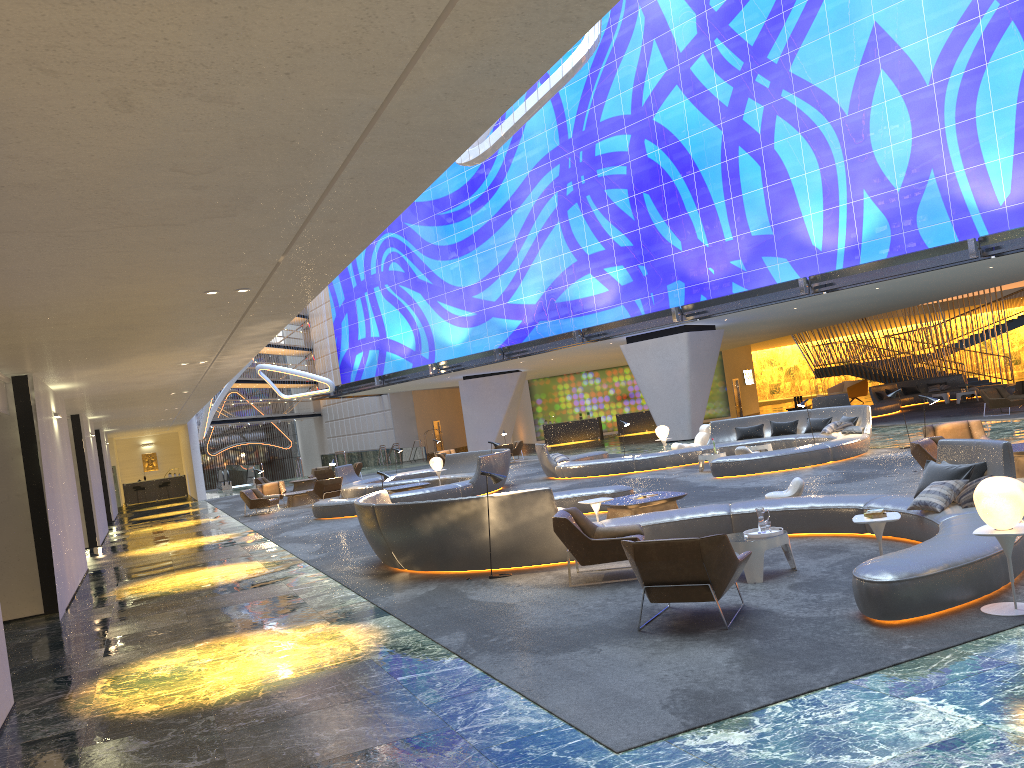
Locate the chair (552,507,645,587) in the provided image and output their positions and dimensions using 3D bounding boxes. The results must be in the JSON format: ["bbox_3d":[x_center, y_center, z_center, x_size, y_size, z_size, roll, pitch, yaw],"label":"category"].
[{"bbox_3d":[0.984,1.751,9.773,0.939,0.766,0.929,-8,-1,10],"label":"chair"}]

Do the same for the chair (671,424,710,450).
[{"bbox_3d":[5.007,1.608,24.405,1.156,0.882,0.729,-8,-1,-4],"label":"chair"}]

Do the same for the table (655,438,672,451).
[{"bbox_3d":[4.306,1.851,25.000,0.428,0.595,0.417,-8,-1,41],"label":"table"}]

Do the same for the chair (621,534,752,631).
[{"bbox_3d":[1.482,1.607,7.472,0.931,0.766,0.937,-8,-1,27],"label":"chair"}]

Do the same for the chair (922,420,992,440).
[{"bbox_3d":[7.276,1.028,14.489,0.931,0.766,0.937,-8,-1,18],"label":"chair"}]

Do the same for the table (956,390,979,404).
[{"bbox_3d":[16.704,0.484,32.558,0.669,0.406,0.675,-7,-2,-36],"label":"table"}]

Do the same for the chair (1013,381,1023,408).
[{"bbox_3d":[15.538,0.267,26.450,0.931,0.766,0.937,-9,-1,38],"label":"chair"}]

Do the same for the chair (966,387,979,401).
[{"bbox_3d":[17.202,0.389,33.220,0.490,0.501,0.587,-8,-1,-6],"label":"chair"}]

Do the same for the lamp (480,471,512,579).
[{"bbox_3d":[-0.179,1.670,10.655,0.383,1.300,0.202,-8,0,-23],"label":"lamp"}]

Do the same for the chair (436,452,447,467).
[{"bbox_3d":[-2.371,3.016,34.327,0.939,0.766,0.929,-8,-1,10],"label":"chair"}]

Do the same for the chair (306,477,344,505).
[{"bbox_3d":[-5.471,3.183,26.189,0.927,0.766,0.941,-7,-1,-39],"label":"chair"}]

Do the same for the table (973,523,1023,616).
[{"bbox_3d":[3.626,1.352,6.479,0.428,0.595,0.417,-8,-1,41],"label":"table"}]

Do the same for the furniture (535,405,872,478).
[{"bbox_3d":[4.508,1.543,22.620,5.175,0.969,9.950,-7,-2,-31],"label":"furniture"}]

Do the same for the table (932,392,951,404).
[{"bbox_3d":[16.490,0.562,34.059,0.672,0.406,0.672,-8,-1,22],"label":"table"}]

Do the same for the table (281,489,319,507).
[{"bbox_3d":[-6.560,3.566,27.720,1.201,0.392,1.205,-7,-2,-23],"label":"table"}]

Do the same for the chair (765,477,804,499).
[{"bbox_3d":[3.824,1.572,12.333,0.587,0.501,0.490,-8,-1,12],"label":"chair"}]

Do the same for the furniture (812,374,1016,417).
[{"bbox_3d":[14.265,0.548,33.805,9.921,0.969,5.190,-8,-2,-6],"label":"furniture"}]

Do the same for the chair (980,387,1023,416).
[{"bbox_3d":[13.692,0.468,24.730,0.928,0.766,0.940,-7,-1,-25],"label":"chair"}]

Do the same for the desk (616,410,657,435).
[{"bbox_3d":[7.050,1.939,46.603,2.980,1.097,0.813,-8,-1,14],"label":"desk"}]

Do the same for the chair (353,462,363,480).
[{"bbox_3d":[-6.667,3.692,36.731,0.937,0.766,0.931,-8,-1,-21],"label":"chair"}]

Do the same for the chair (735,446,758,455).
[{"bbox_3d":[5.550,1.589,20.242,0.587,0.501,1.781,-9,-2,31],"label":"chair"}]

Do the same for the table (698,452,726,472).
[{"bbox_3d":[4.464,1.777,19.909,0.672,0.406,0.672,-9,-2,29],"label":"table"}]

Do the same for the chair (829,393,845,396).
[{"bbox_3d":[12.878,0.856,34.986,0.730,0.882,1.155,-8,-1,21],"label":"chair"}]

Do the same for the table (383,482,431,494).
[{"bbox_3d":[-2.788,2.905,23.537,1.201,0.392,1.205,-7,-2,-22],"label":"table"}]

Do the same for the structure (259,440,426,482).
[{"bbox_3d":[-12.534,8.697,58.485,9.289,8.398,19.772,-8,-2,-23],"label":"structure"}]

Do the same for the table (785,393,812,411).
[{"bbox_3d":[15.383,0.988,47.561,1.244,0.727,2.303,-9,-2,25],"label":"table"}]

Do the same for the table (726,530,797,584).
[{"bbox_3d":[2.421,1.701,8.830,0.670,0.406,0.675,-7,-1,-26],"label":"table"}]

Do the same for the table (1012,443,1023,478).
[{"bbox_3d":[7.740,1.100,13.071,1.204,0.392,1.202,-8,-2,13],"label":"table"}]

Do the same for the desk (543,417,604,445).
[{"bbox_3d":[3.205,2.471,46.481,2.981,1.097,0.813,-8,-1,16],"label":"desk"}]

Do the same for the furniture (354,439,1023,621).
[{"bbox_3d":[1.312,1.614,11.136,5.176,0.969,9.949,-7,-2,-26],"label":"furniture"}]

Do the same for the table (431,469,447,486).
[{"bbox_3d":[-2.033,2.733,24.990,0.417,0.595,0.428,-8,-1,-24],"label":"table"}]

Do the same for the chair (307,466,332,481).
[{"bbox_3d":[-8.103,3.922,37.653,0.929,0.766,0.939,-8,-1,4],"label":"chair"}]

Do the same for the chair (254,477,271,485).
[{"bbox_3d":[-9.677,4.065,35.318,0.939,0.766,0.929,-8,-1,2],"label":"chair"}]

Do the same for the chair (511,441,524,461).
[{"bbox_3d":[-0.016,2.745,36.073,0.937,0.766,0.931,-8,-1,-14],"label":"chair"}]

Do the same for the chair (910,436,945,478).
[{"bbox_3d":[6.118,1.117,12.238,0.927,0.766,0.941,-7,-1,-44],"label":"chair"}]

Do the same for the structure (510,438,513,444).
[{"bbox_3d":[-0.261,2.635,51.384,1.020,2.051,0.774,-8,0,-44],"label":"structure"}]

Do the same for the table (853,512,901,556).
[{"bbox_3d":[3.169,1.446,7.661,0.428,0.595,0.417,-8,-1,21],"label":"table"}]

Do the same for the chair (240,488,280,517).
[{"bbox_3d":[-7.416,3.451,26.110,0.939,0.766,0.929,-8,-1,10],"label":"chair"}]

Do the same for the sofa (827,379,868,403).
[{"bbox_3d":[17.257,0.445,45.579,1.062,1.180,3.417,-8,-2,3],"label":"sofa"}]

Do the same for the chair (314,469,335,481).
[{"bbox_3d":[-7.208,3.706,34.844,0.931,0.766,0.937,-9,-1,29],"label":"chair"}]

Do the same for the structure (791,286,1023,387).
[{"bbox_3d":[22.383,-2.683,40.654,11.962,6.247,16.522,-7,-2,-23],"label":"structure"}]

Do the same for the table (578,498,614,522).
[{"bbox_3d":[1.164,1.865,11.982,0.417,0.595,0.428,-8,-1,-26],"label":"table"}]

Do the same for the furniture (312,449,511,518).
[{"bbox_3d":[-2.774,2.658,25.707,5.183,0.969,9.936,-8,-2,-6],"label":"furniture"}]

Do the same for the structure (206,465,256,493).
[{"bbox_3d":[-18.249,9.366,55.599,3.011,8.238,19.868,-8,-1,-23],"label":"structure"}]

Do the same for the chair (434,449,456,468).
[{"bbox_3d":[-2.708,3.144,36.841,0.928,0.766,0.940,-8,-1,-17],"label":"chair"}]

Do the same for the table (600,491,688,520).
[{"bbox_3d":[1.966,1.914,13.382,1.201,0.392,1.205,-7,-2,-22],"label":"table"}]

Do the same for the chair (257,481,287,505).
[{"bbox_3d":[-7.753,3.580,28.624,0.928,0.766,0.940,-8,-1,-17],"label":"chair"}]

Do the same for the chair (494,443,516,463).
[{"bbox_3d":[-0.426,2.748,34.406,0.927,0.766,0.941,-7,-1,-39],"label":"chair"}]

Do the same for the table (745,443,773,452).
[{"bbox_3d":[5.721,1.629,20.739,0.673,0.406,0.671,-8,-1,-3],"label":"table"}]

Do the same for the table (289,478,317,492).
[{"bbox_3d":[-8.433,4.101,36.150,1.202,0.392,1.204,-8,-2,-5],"label":"table"}]
